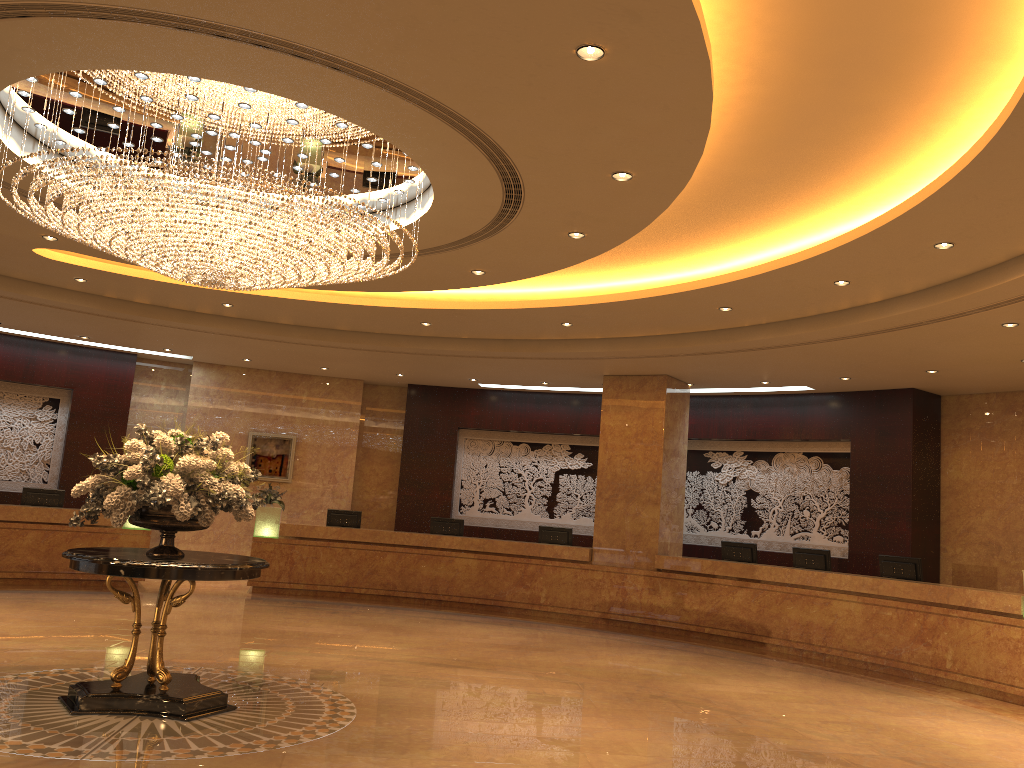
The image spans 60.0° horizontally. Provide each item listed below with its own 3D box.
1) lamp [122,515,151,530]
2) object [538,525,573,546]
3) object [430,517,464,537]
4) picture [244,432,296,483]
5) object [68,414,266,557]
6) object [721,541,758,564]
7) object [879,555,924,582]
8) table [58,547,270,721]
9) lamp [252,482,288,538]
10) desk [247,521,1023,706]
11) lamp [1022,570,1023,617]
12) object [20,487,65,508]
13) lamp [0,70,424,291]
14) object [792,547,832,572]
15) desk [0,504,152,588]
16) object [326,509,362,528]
[{"bbox_3d":[-6.019,1.869,14.299,0.570,0.923,0.580,6,-8,-9],"label":"lamp"},{"bbox_3d":[0.730,2.671,15.031,0.430,0.500,0.531,10,-10,-33],"label":"object"},{"bbox_3d":[-1.140,2.588,15.460,0.531,0.500,0.430,-4,-12,45],"label":"object"},{"bbox_3d":[-4.599,1.393,16.874,0.875,0.890,0.068,7,-9,-14],"label":"picture"},{"bbox_3d":[-2.606,0.824,6.904,1.277,0.999,1.318,1,-9,25],"label":"object"},{"bbox_3d":[3.451,2.656,13.480,0.430,0.500,0.531,6,-8,-9],"label":"object"},{"bbox_3d":[5.111,2.519,11.658,0.430,0.500,0.531,4,-8,2],"label":"object"},{"bbox_3d":[-2.664,1.851,6.726,1.493,1.089,1.493,6,-8,-12],"label":"table"},{"bbox_3d":[-4.102,2.118,14.974,0.577,0.925,0.542,5,-8,-3],"label":"lamp"},{"bbox_3d":[1.476,3.112,13.347,12.951,1.155,3.466,0,-9,29],"label":"desk"},{"bbox_3d":[5.836,2.070,9.444,0.532,0.897,0.606,9,-9,-26],"label":"lamp"},{"bbox_3d":[-7.504,1.865,13.815,0.918,0.500,0.397,8,-9,-23],"label":"object"},{"bbox_3d":[-2.355,-1.389,7.207,3.206,1.196,3.204,-1,-10,31],"label":"lamp"},{"bbox_3d":[4.287,2.605,12.684,0.430,0.500,0.531,5,-8,-3],"label":"object"},{"bbox_3d":[-7.990,2.346,13.156,5.227,1.155,1.570,12,-11,-40],"label":"desk"},{"bbox_3d":[-2.947,2.453,15.502,0.531,0.500,0.430,-1,-10,31],"label":"object"}]
